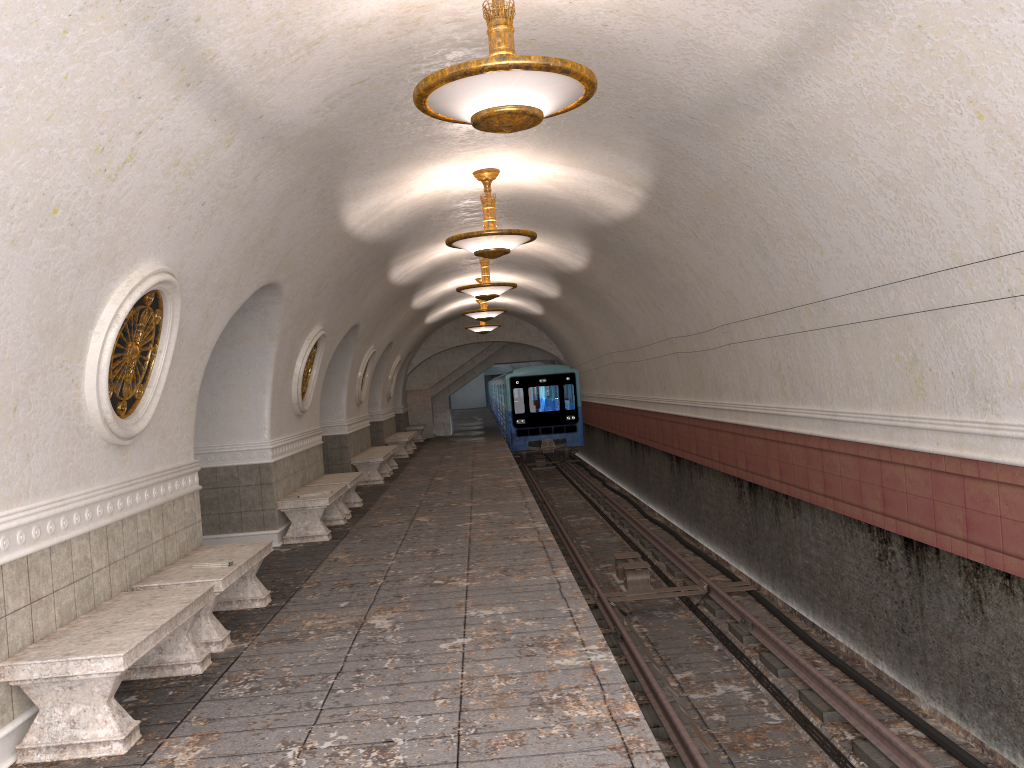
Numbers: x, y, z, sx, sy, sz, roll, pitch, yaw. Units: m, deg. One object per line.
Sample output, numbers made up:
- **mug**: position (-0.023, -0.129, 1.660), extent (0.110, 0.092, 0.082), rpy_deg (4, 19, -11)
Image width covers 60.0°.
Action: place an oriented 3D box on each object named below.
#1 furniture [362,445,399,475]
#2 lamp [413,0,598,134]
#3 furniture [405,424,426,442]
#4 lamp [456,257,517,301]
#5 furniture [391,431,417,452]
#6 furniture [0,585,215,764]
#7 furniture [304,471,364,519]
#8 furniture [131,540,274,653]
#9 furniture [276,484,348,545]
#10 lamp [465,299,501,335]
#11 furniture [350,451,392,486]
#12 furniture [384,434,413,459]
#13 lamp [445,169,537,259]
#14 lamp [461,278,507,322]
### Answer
- **furniture**: position (-2.755, 1.617, 18.786), extent (0.613, 0.508, 1.509), rpy_deg (-4, 0, -2)
- **lamp**: position (-0.057, -1.849, 4.854), extent (1.008, 0.955, 1.008), rpy_deg (-4, 0, -18)
- **furniture**: position (-3.168, 1.632, 29.361), extent (0.613, 0.508, 1.509), rpy_deg (-4, 0, -2)
- **lamp**: position (-0.435, -1.836, 14.539), extent (1.008, 0.955, 1.008), rpy_deg (-4, 0, 14)
- **furniture**: position (-2.987, 1.625, 24.744), extent (0.613, 0.508, 1.509), rpy_deg (-4, 0, -2)
- **furniture**: position (-2.219, 1.597, 5.085), extent (0.613, 0.508, 1.509), rpy_deg (-4, 0, -2)
- **furniture**: position (-2.519, 1.608, 12.770), extent (0.613, 0.508, 1.509), rpy_deg (-4, 0, -2)
- **furniture**: position (-2.285, 1.600, 6.765), extent (0.613, 0.508, 1.509), rpy_deg (-4, 0, -2)
- **furniture**: position (-2.454, 1.606, 11.089), extent (0.613, 0.508, 1.509), rpy_deg (-4, 0, -2)
- **lamp**: position (-0.812, -1.822, 24.189), extent (1.008, 0.955, 1.008), rpy_deg (-4, 0, 44)
- **furniture**: position (-2.689, 1.615, 17.106), extent (0.613, 0.508, 1.509), rpy_deg (-4, 0, -2)
- **furniture**: position (-2.922, 1.623, 23.064), extent (0.613, 0.508, 1.509), rpy_deg (-4, 0, -2)
- **lamp**: position (-0.247, -1.843, 9.713), extent (1.008, 0.955, 1.008), rpy_deg (-4, 0, -18)
- **lamp**: position (-0.624, -1.829, 19.363), extent (1.008, 0.955, 1.008), rpy_deg (-4, 0, 14)
